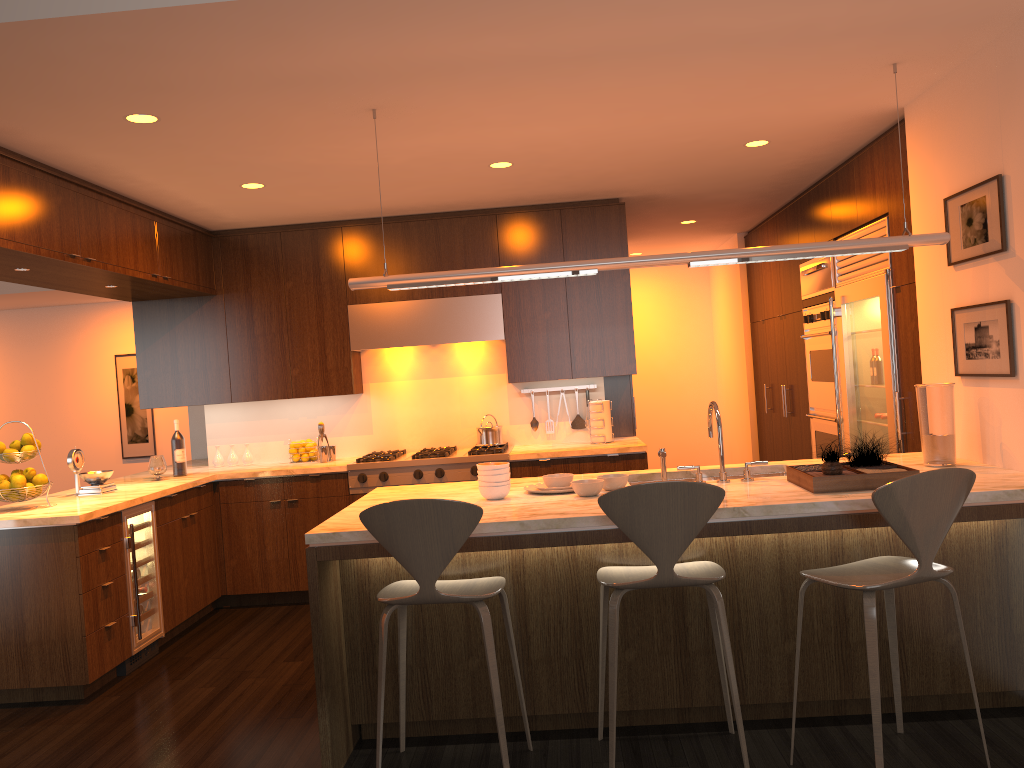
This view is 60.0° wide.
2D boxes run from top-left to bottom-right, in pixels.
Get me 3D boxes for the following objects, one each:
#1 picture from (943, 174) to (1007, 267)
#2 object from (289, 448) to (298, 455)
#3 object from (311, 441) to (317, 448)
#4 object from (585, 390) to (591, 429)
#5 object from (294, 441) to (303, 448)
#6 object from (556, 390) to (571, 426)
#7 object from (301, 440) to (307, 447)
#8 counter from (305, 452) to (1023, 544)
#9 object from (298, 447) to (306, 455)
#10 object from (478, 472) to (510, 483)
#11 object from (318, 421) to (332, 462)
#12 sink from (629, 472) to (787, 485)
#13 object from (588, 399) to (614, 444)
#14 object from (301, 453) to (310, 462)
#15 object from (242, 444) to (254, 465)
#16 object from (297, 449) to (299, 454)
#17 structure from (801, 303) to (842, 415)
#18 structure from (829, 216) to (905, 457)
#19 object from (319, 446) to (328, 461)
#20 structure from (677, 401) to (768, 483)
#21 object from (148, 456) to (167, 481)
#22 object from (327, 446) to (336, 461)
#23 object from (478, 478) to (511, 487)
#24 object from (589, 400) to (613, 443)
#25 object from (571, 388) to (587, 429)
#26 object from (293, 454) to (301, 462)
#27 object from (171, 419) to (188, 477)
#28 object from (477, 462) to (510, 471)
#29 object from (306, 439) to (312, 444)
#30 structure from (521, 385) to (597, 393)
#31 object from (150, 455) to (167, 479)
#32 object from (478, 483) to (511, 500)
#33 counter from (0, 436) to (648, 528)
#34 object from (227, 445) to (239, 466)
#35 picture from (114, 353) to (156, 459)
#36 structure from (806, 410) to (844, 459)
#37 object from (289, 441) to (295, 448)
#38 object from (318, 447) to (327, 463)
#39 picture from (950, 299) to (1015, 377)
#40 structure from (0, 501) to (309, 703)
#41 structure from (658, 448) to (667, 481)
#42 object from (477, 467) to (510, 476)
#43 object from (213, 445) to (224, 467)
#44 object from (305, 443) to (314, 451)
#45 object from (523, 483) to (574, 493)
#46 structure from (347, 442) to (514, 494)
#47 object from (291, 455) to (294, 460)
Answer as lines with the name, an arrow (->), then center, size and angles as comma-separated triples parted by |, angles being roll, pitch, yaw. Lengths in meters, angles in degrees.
picture -> 1.906, -0.664, 3.667 | 0.012, 0.298, 0.493 | -4, 1, 3
object -> -1.556, 0.479, 6.307 | 0.063, 0.051, 0.053 | -4, 1, 5
object -> -1.430, 0.437, 6.380 | 0.051, 0.053, 0.063 | -5, 1, -41
object -> 0.549, 0.185, 6.355 | 0.063, 0.281, 0.063 | -4, 1, -20
object -> -1.517, 0.433, 6.306 | 0.063, 0.051, 0.053 | -4, 1, -7
object -> 0.360, 0.176, 6.365 | 0.114, 0.271, 0.008 | -4, 1, 3
object -> -1.499, 0.427, 6.363 | 0.063, 0.053, 0.051 | -4, 1, 38
counter -> 0.641, 0.452, 3.747 | 2.711, 0.038, 1.280 | -4, 1, 3
object -> -1.494, 0.476, 6.313 | 0.052, 0.053, 0.062 | -4, 1, 8
object -> -0.074, 0.408, 3.733 | 0.140, 0.062, 0.139 | -4, 1, 3
object -> -1.331, 0.403, 6.175 | 0.088, 0.288, 0.101 | -4, 1, 33
sink -> 0.916, 0.536, 4.031 | 0.813, 0.176, 0.457 | -4, 1, 3
object -> 0.608, 0.258, 6.142 | 0.168, 0.304, 0.160 | -5, 1, -43
object -> -1.472, 0.526, 6.318 | 0.064, 0.063, 0.074 | -4, 1, -34
object -> -1.915, 0.510, 6.423 | 0.079, 0.154, 0.079 | -4, 1, -14
object -> -1.529, 0.475, 6.358 | 0.051, 0.053, 0.064 | -4, 1, 39
structure -> 2.432, 0.091, 6.034 | 0.687, 1.294, 0.743 | -4, 1, 3
structure -> 2.365, 0.144, 5.176 | 0.687, 2.129, 0.915 | -4, 1, 3
object -> -1.332, 0.493, 6.286 | 0.060, 0.106, 0.060 | -4, 1, 35
structure -> 0.905, 0.243, 3.770 | 0.310, 0.341, 0.321 | -4, 1, 41
object -> -2.277, 0.545, 5.695 | 0.112, 0.151, 0.112 | -4, 1, 21
object -> -1.269, 0.489, 6.245 | 0.060, 0.106, 0.060 | -4, 1, 35
object -> -0.073, 0.430, 3.734 | 0.140, 0.068, 0.139 | -4, 1, -14
object -> 0.614, 0.259, 6.134 | 0.144, 0.286, 0.149 | -4, 1, -15
object -> 0.472, 0.176, 6.376 | 0.112, 0.303, 0.036 | -4, 1, 3
object -> -1.533, 0.524, 6.307 | 0.052, 0.057, 0.060 | -4, 1, 38
object -> -2.220, 0.425, 5.900 | 0.094, 0.378, 0.095 | -4, 1, 28
object -> -0.078, 0.365, 3.733 | 0.140, 0.062, 0.139 | -4, 1, 12
object -> -1.471, 0.426, 6.434 | 0.059, 0.060, 0.050 | -4, 1, 36
structure -> 0.336, 0.035, 6.371 | 0.541, 0.031, 0.048 | -4, 1, 7
object -> -2.332, 0.547, 5.838 | 0.112, 0.151, 0.112 | -4, 1, 21
object -> -0.072, 0.454, 3.734 | 0.140, 0.059, 0.139 | -4, 1, -6
counter -> -0.933, 0.543, 5.725 | 3.616, 0.038, 3.187 | -4, 1, 3
object -> -2.025, 0.518, 6.431 | 0.079, 0.154, 0.079 | -4, 1, -14
picture -> -4.321, 0.252, 10.175 | 0.398, 1.200, 0.012 | -4, 1, 3
structure -> 2.147, 0.467, 6.054 | 0.064, 0.544, 0.710 | -4, 1, 3
object -> -1.561, 0.439, 6.335 | 0.057, 0.060, 0.052 | -4, 1, 24
object -> -1.312, 0.493, 6.168 | 0.060, 0.106, 0.060 | -4, 1, 35
picture -> 1.940, -0.180, 3.670 | 0.012, 0.300, 0.496 | -4, 1, 3
structure -> -0.890, 1.005, 5.793 | 3.400, 0.862, 3.060 | -4, 1, 3
structure -> 0.642, 0.352, 3.751 | 0.050, 0.161, 0.067 | -4, 1, 3
object -> -0.076, 0.386, 3.733 | 0.140, 0.064, 0.139 | -4, 1, -23
object -> -2.133, 0.525, 6.439 | 0.079, 0.154, 0.079 | -4, 1, -14
object -> -1.443, 0.450, 6.323 | 0.061, 0.052, 0.053 | -5, 1, -41
object -> 0.205, 0.452, 3.860 | 0.310, 0.021, 0.309 | -4, 1, 3
structure -> -0.532, 0.477, 6.170 | 1.067, 0.422, 0.824 | -4, 1, 3
object -> -1.551, 0.531, 6.362 | 0.061, 0.053, 0.053 | -4, 1, -11
